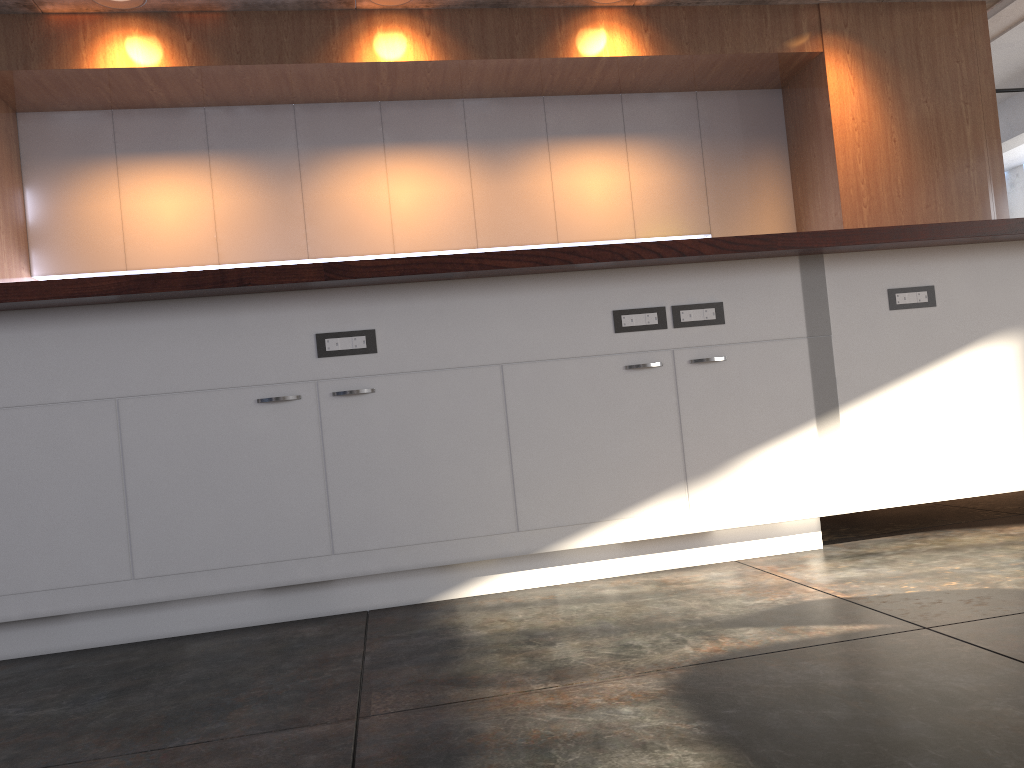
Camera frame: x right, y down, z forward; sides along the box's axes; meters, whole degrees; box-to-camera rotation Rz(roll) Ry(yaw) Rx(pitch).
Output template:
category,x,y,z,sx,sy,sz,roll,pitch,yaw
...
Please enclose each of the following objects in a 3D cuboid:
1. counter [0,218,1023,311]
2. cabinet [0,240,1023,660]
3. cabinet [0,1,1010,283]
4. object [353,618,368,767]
category,x,y,z,sx,sy,sz,roll,pitch,yaw
counter,0.066,0.139,3.011,6.703,0.970,1.134,-5,-2,-11
cabinet,0.674,0.112,3.113,5.688,0.929,0.916,-5,-2,-11
cabinet,-1.212,-0.579,5.669,8.164,2.561,2.364,-5,-2,-10
object,-2.991,1.095,3.371,27.394,0.001,19.621,-5,-3,-10
